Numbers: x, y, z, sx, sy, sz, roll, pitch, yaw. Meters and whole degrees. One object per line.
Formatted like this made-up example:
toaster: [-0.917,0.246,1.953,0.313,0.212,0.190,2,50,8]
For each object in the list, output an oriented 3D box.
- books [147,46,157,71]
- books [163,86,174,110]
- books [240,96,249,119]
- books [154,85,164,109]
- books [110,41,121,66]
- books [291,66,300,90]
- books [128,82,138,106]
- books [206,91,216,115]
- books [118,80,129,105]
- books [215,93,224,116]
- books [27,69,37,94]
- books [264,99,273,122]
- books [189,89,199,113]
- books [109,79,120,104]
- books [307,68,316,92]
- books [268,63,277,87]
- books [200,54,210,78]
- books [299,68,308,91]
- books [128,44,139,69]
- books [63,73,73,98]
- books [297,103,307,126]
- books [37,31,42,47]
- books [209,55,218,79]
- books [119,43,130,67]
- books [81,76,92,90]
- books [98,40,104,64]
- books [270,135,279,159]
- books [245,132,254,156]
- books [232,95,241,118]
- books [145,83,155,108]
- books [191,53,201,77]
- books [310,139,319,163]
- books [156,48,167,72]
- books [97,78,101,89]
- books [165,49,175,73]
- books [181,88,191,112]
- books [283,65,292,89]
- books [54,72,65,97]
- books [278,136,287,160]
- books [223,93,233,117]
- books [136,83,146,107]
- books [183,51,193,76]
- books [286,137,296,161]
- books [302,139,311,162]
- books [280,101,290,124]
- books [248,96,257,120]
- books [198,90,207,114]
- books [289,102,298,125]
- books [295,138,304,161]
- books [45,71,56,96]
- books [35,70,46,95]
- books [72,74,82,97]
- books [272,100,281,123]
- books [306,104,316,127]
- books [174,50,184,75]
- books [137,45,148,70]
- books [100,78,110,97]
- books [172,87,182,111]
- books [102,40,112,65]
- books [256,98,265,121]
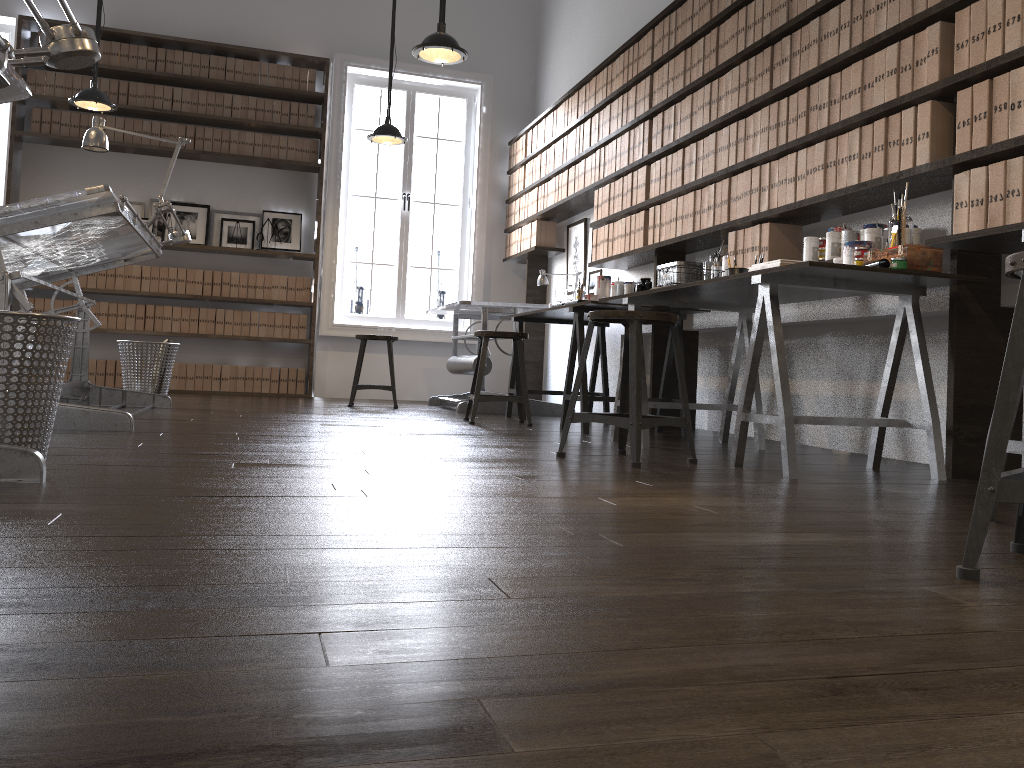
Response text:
books: [-3.076,-2.743,7.575,0.066,0.226,0.174,3,-1,-16]
books: [-2.948,-2.418,7.600,0.066,0.226,0.174,3,-1,-16]
books: [-2.353,-2.394,7.776,0.066,0.226,0.174,3,-1,-16]
books: [-3.017,-2.421,7.577,0.066,0.226,0.174,3,-1,-16]
books: [-3.343,-2.754,7.490,0.067,0.226,0.174,3,-1,-16]
books: [-1.937,-2.695,7.908,0.066,0.226,0.174,3,-1,-16]
books: [-3.211,-2.429,7.527,0.066,0.226,0.174,3,-1,-16]
books: [-2.617,-2.405,7.701,0.066,0.226,0.174,3,-1,-16]
books: [-3.280,-2.432,7.501,0.067,0.226,0.174,3,-1,-16]
books: [-2.550,-2.402,7.719,0.066,0.226,0.174,3,-1,-16]
books: [-3.951,-2.460,7.311,0.066,0.226,0.174,3,-1,-16]
books: [-2.157,-2.385,7.835,0.066,0.226,0.174,3,-1,-16]
books: [-2.747,-2.410,7.661,0.066,0.226,0.174,3,-1,-16]
books: [-3.354,-2.435,7.485,0.066,0.226,0.174,3,-1,-16]
books: [-1.800,-2.690,7.944,0.066,0.226,0.174,3,-1,-16]
books: [-2.125,-2.703,7.850,0.066,0.226,0.174,3,-1,-16]
books: [-2.667,-2.726,7.693,0.066,0.226,0.174,3,-1,-16]
books: [-1.869,-2.693,7.928,0.066,0.226,0.174,3,-1,-16]
books: [-3.212,-2.749,7.535,0.066,0.226,0.174,3,-1,-16]
books: [-3.686,-2.449,7.386,0.066,0.226,0.174,3,-1,-16]
books: [-1.878,-2.374,7.917,0.066,0.226,0.174,3,-1,-16]
books: [-3.876,-2.776,7.333,0.067,0.226,0.174,3,-1,-16]
books: [-2.595,-2.723,7.713,0.066,0.226,0.174,3,-1,-16]
books: [-3.280,-2.752,7.515,0.066,0.226,0.174,3,-1,-16]
books: [-3.558,-2.444,7.425,0.066,0.226,0.174,3,-1,-16]
books: [-3.468,-2.759,7.457,0.066,0.226,0.174,3,-1,-16]
books: [-2.105,-2.071,7.843,0.066,0.226,0.174,3,-1,-16]
books: [-2.307,-2.079,7.779,0.066,0.226,0.174,3,-1,-16]
books: [-2.413,-2.396,7.757,0.066,0.226,0.174,3,-1,-16]
books: [-3.086,-2.424,7.556,0.067,0.226,0.174,3,-1,-16]
books: [-2.734,-2.729,7.676,0.066,0.226,0.174,3,-1,-16]
books: [-1.777,-2.057,7.937,0.066,0.226,0.174,3,-1,-16]
books: [-3.003,-2.740,7.591,0.067,0.226,0.174,3,-1,-16]
books: [-3.490,-2.441,7.445,0.066,0.226,0.174,3,-1,-16]
books: [-2.933,-2.737,7.617,0.066,0.226,0.174,3,-1,-16]
books: [-2.807,-2.412,7.641,0.066,0.226,0.174,3,-1,-16]
books: [-2.000,-2.698,7.884,0.067,0.226,0.174,3,-1,-16]
books: [-3.746,-2.452,7.367,0.066,0.226,0.174,3,-1,-16]
books: [-2.037,-2.068,7.859,0.066,0.226,0.174,3,-1,-16]
books: [-2.481,-2.399,7.735,0.067,0.226,0.174,3,-1,-16]
books: [-3.148,-2.427,7.543,0.066,0.226,0.174,3,-1,-16]
books: [-2.800,-2.732,7.652,0.066,0.226,0.174,3,-1,-16]
books: [-1.966,-2.065,7.876,0.066,0.226,0.174,3,-1,-16]
books: [-1.844,-2.060,7.916,0.066,0.226,0.174,3,-1,-16]
books: [-2.021,-2.380,7.875,0.066,0.226,0.174,3,-1,-16]
books: [-2.287,-2.391,7.791,0.067,0.226,0.174,3,-1,-16]
books: [-2.682,-2.407,7.675,0.067,0.226,0.174,3,-1,-16]
books: [-1.947,-2.377,7.891,0.067,0.226,0.174,3,-1,-16]
books: [-1.903,-2.062,7.894,0.067,0.226,0.174,3,-1,-16]
books: [-3.815,-2.455,7.344,0.067,0.226,0.174,3,-1,-16]
books: [-3.883,-2.458,7.328,0.066,0.226,0.174,3,-1,-16]
books: [-3.621,-2.446,7.400,0.067,0.226,0.174,3,-1,-16]
books: [-2.087,-2.382,7.851,0.066,0.226,0.174,3,-1,-16]
books: [-1.804,-2.371,7.936,0.066,0.226,0.174,3,-1,-16]
books: [-2.868,-2.734,7.629,0.066,0.226,0.174,3,-1,-16]
books: [-3.143,-2.746,7.551,0.066,0.226,0.174,3,-1,-16]
books: [-3.421,-2.438,7.460,0.066,0.226,0.174,3,-1,-16]
books: [-2.876,-2.415,7.619,0.067,0.226,0.174,3,-1,-16]
books: [-3.408,-2.757,7.476,0.066,0.226,0.174,3,-1,-16]
books: [-2.224,-2.388,7.815,0.066,0.226,0.174,3,-1,-16]
